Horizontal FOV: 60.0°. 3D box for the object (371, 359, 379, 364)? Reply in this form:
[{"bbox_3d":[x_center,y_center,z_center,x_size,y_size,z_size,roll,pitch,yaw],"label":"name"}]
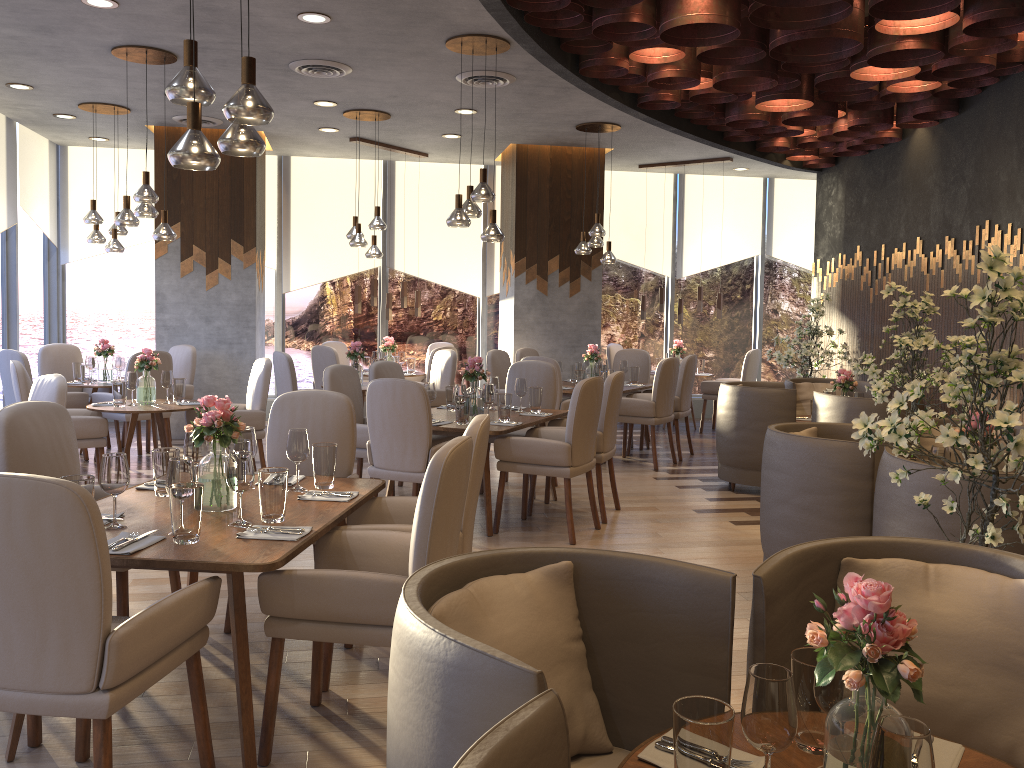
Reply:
[{"bbox_3d":[-1.310,-0.115,8.487,0.092,0.244,0.092,3,4,35],"label":"object"}]

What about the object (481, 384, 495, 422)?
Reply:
[{"bbox_3d":[-0.156,0.122,5.842,0.092,0.244,0.092,0,3,-18],"label":"object"}]

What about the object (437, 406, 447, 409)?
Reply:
[{"bbox_3d":[-0.415,0.171,6.550,0.255,0.019,0.158,3,5,23],"label":"object"}]

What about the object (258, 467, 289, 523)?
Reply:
[{"bbox_3d":[-0.814,0.380,3.023,0.102,0.178,0.102,2,4,23],"label":"object"}]

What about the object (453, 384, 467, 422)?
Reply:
[{"bbox_3d":[-0.337,0.126,5.759,0.092,0.244,0.092,1,3,5],"label":"object"}]

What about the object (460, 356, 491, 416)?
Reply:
[{"bbox_3d":[-0.260,0.015,6.123,0.210,0.415,0.198,3,4,37],"label":"object"}]

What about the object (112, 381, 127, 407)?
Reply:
[{"bbox_3d":[-2.801,0.074,6.328,0.102,0.178,0.102,3,4,29],"label":"object"}]

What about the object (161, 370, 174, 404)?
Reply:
[{"bbox_3d":[-2.568,0.022,6.605,0.092,0.244,0.092,4,4,44],"label":"object"}]

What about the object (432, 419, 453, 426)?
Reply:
[{"bbox_3d":[-0.482,0.243,5.680,0.157,0.019,0.255,3,5,25],"label":"object"}]

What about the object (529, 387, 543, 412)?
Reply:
[{"bbox_3d":[0.170,0.113,6.397,0.102,0.178,0.102,0,3,-10],"label":"object"}]

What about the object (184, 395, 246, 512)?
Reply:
[{"bbox_3d":[-1.068,0.245,3.212,0.210,0.415,0.198,1,3,2],"label":"object"}]

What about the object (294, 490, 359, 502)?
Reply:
[{"bbox_3d":[-0.731,0.427,3.434,0.255,0.019,0.158,2,5,7],"label":"object"}]

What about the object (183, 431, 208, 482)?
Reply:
[{"bbox_3d":[-1.234,0.304,3.457,0.092,0.244,0.092,2,3,25],"label":"object"}]

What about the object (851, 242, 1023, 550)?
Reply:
[{"bbox_3d":[1.479,0.387,2.745,0.788,1.613,0.747,-1,4,-34],"label":"object"}]

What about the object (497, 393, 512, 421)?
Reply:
[{"bbox_3d":[-0.050,0.154,5.868,0.102,0.178,0.102,4,4,40],"label":"object"}]

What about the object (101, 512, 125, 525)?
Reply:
[{"bbox_3d":[-1.424,0.451,3.000,0.255,0.019,0.158,1,5,6],"label":"object"}]

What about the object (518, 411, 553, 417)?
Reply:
[{"bbox_3d":[0.149,0.206,6.236,0.255,0.019,0.158,3,5,24],"label":"object"}]

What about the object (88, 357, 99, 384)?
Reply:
[{"bbox_3d":[-3.833,-0.125,8.110,0.092,0.244,0.092,-1,4,-29],"label":"object"}]

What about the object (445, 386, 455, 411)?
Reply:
[{"bbox_3d":[-0.430,0.105,6.380,0.102,0.178,0.102,4,4,39],"label":"object"}]

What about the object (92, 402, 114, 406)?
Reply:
[{"bbox_3d":[-2.919,0.141,6.451,0.255,0.019,0.158,-1,5,-27],"label":"object"}]

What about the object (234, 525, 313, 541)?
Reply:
[{"bbox_3d":[-0.786,0.473,2.864,0.255,0.019,0.158,2,5,7],"label":"object"}]

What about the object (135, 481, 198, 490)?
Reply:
[{"bbox_3d":[-1.363,0.405,3.570,0.255,0.019,0.158,1,5,6],"label":"object"}]

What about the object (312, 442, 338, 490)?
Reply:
[{"bbox_3d":[-0.760,0.333,3.594,0.102,0.178,0.102,-2,4,-37],"label":"object"}]

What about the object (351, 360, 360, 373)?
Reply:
[{"bbox_3d":[-1.464,-0.100,8.280,0.092,0.244,0.092,0,3,-16],"label":"object"}]

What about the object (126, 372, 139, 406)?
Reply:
[{"bbox_3d":[-2.753,0.034,6.425,0.092,0.244,0.092,0,3,-24],"label":"object"}]

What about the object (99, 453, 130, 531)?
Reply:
[{"bbox_3d":[-1.295,0.350,2.888,0.092,0.244,0.092,0,3,-20],"label":"object"}]

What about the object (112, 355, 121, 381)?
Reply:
[{"bbox_3d":[-3.749,-0.149,8.410,0.092,0.244,0.092,2,3,20],"label":"object"}]

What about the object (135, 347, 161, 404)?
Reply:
[{"bbox_3d":[-2.724,-0.068,6.621,0.198,0.415,0.210,-2,4,-38],"label":"object"}]

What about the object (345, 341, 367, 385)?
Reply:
[{"bbox_3d":[-1.491,-0.201,8.455,0.210,0.415,0.198,3,4,37],"label":"object"}]

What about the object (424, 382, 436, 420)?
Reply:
[{"bbox_3d":[-0.548,0.112,5.879,0.092,0.244,0.092,1,3,3],"label":"object"}]

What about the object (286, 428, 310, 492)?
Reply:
[{"bbox_3d":[-0.854,0.303,3.538,0.092,0.244,0.092,1,3,10],"label":"object"}]

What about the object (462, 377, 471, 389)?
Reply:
[{"bbox_3d":[-0.323,0.072,6.405,0.092,0.244,0.092,4,4,42],"label":"object"}]

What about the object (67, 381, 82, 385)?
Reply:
[{"bbox_3d":[-3.996,-0.012,8.073,0.157,0.019,0.255,5,6,41],"label":"object"}]

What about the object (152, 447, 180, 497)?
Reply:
[{"bbox_3d":[-1.328,0.339,3.403,0.102,0.178,0.102,2,3,12],"label":"object"}]

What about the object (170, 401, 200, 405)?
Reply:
[{"bbox_3d":[-2.406,0.139,6.587,0.255,0.019,0.158,-1,5,-26],"label":"object"}]

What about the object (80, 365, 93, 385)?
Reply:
[{"bbox_3d":[-3.842,-0.083,8.003,0.102,0.178,0.102,1,3,7],"label":"object"}]

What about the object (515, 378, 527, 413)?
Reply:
[{"bbox_3d":[0.063,0.081,6.371,0.092,0.244,0.092,0,3,-24],"label":"object"}]

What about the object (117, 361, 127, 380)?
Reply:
[{"bbox_3d":[-3.744,-0.125,8.521,0.102,0.178,0.102,2,4,16],"label":"object"}]

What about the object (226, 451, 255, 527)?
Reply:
[{"bbox_3d":[-0.909,0.350,2.967,0.092,0.244,0.092,-2,4,-41],"label":"object"}]

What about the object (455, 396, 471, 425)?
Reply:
[{"bbox_3d":[-0.316,0.168,5.653,0.102,0.178,0.102,3,4,31],"label":"object"}]

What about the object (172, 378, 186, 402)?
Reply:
[{"bbox_3d":[-2.518,0.047,6.704,0.102,0.178,0.102,2,3,10],"label":"object"}]

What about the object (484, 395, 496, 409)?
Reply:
[{"bbox_3d":[-0.168,0.094,6.570,0.102,0.178,0.102,3,4,36],"label":"object"}]

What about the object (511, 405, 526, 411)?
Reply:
[{"bbox_3d":[-0.003,0.176,6.565,0.157,0.019,0.255,3,5,20],"label":"object"}]

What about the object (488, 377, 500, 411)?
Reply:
[{"bbox_3d":[-0.136,0.070,6.463,0.092,0.244,0.092,-2,4,-44],"label":"object"}]

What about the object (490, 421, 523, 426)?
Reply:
[{"bbox_3d":[-0.070,0.247,5.706,0.255,0.019,0.158,3,5,24],"label":"object"}]

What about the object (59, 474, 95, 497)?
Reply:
[{"bbox_3d":[-1.389,0.386,2.834,0.102,0.178,0.102,2,3,12],"label":"object"}]
